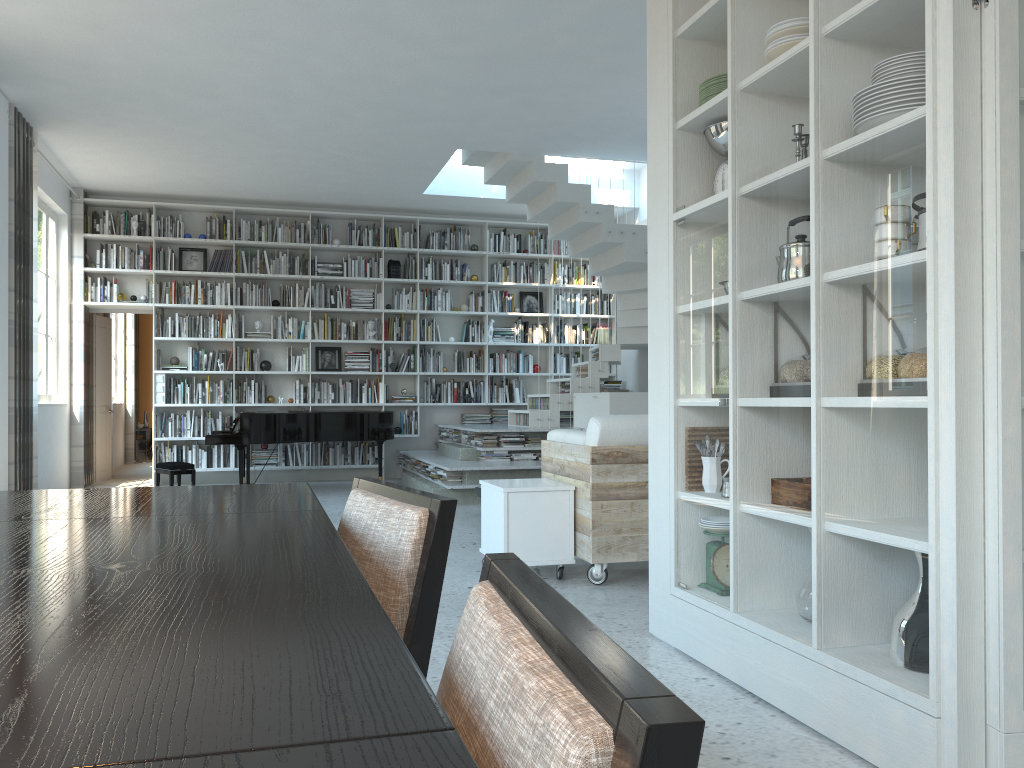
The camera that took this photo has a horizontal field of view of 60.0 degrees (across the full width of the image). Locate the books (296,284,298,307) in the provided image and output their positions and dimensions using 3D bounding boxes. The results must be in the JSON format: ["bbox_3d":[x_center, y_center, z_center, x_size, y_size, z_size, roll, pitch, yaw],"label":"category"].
[{"bbox_3d":[-2.509,-1.016,10.337,0.022,0.284,0.190,0,-1,-16],"label":"books"}]

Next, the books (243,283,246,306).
[{"bbox_3d":[-3.070,-1.015,10.181,0.026,0.279,0.151,0,-1,-16],"label":"books"}]

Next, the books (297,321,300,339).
[{"bbox_3d":[-2.498,-0.615,10.358,0.026,0.219,0.150,0,-1,-16],"label":"books"}]

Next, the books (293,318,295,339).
[{"bbox_3d":[-2.537,-0.636,10.326,0.023,0.260,0.170,0,-1,-16],"label":"books"}]

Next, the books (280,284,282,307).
[{"bbox_3d":[-2.685,-1.013,10.311,0.012,0.276,0.129,0,-1,-16],"label":"books"}]

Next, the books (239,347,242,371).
[{"bbox_3d":[-3.112,-0.277,10.172,0.026,0.275,0.154,0,-1,-16],"label":"books"}]

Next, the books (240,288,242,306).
[{"bbox_3d":[-3.111,-0.985,10.190,0.024,0.219,0.140,0,-1,-16],"label":"books"}]

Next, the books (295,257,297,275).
[{"bbox_3d":[-2.521,-1.352,10.340,0.022,0.222,0.161,0,-1,-16],"label":"books"}]

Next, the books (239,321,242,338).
[{"bbox_3d":[-3.112,-0.612,10.180,0.034,0.209,0.136,0,-1,-16],"label":"books"}]

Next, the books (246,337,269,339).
[{"bbox_3d":[-2.931,-0.525,10.229,0.254,0.012,0.161,0,-1,-16],"label":"books"}]

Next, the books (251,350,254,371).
[{"bbox_3d":[-2.991,-0.263,10.219,0.028,0.247,0.142,0,-1,-16],"label":"books"}]

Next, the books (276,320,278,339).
[{"bbox_3d":[-2.728,-0.619,10.296,0.024,0.227,0.137,0,-1,-16],"label":"books"}]

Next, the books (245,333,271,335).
[{"bbox_3d":[-2.930,-0.574,10.226,0.285,0.012,0.159,0,-1,-14],"label":"books"}]

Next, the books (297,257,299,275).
[{"bbox_3d":[-2.503,-1.359,10.361,0.024,0.237,0.153,0,-1,-16],"label":"books"}]

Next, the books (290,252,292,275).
[{"bbox_3d":[-2.576,-1.386,10.342,0.022,0.290,0.146,0,-1,-16],"label":"books"}]

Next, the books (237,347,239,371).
[{"bbox_3d":[-3.135,-0.282,10.160,0.025,0.284,0.145,0,-1,-16],"label":"books"}]

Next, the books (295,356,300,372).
[{"bbox_3d":[-2.505,-0.232,10.335,0.057,0.188,0.156,0,-1,-16],"label":"books"}]

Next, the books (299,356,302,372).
[{"bbox_3d":[-2.468,-0.232,10.350,0.024,0.188,0.172,0,-1,-16],"label":"books"}]

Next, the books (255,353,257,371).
[{"bbox_3d":[-2.948,-0.248,10.206,0.028,0.216,0.175,0,-1,-16],"label":"books"}]

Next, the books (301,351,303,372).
[{"bbox_3d":[-2.448,-0.260,10.345,0.012,0.244,0.171,0,-1,-16],"label":"books"}]

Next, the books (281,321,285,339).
[{"bbox_3d":[-2.657,-0.618,10.305,0.048,0.225,0.149,0,-1,-16],"label":"books"}]

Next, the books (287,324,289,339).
[{"bbox_3d":[-2.614,-0.600,10.323,0.025,0.189,0.140,0,-1,-16],"label":"books"}]

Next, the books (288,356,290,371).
[{"bbox_3d":[-2.596,-0.231,10.309,0.025,0.186,0.154,0,-1,-16],"label":"books"}]

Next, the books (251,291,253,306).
[{"bbox_3d":[-2.992,-0.969,10.209,0.029,0.187,0.149,0,-1,-16],"label":"books"}]

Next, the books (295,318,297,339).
[{"bbox_3d":[-2.521,-0.633,10.351,0.022,0.256,0.152,0,-1,-16],"label":"books"}]

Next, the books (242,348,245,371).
[{"bbox_3d":[-3.080,-0.272,10.173,0.036,0.263,0.166,0,-1,-16],"label":"books"}]

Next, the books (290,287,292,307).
[{"bbox_3d":[-2.565,-0.997,10.304,0.013,0.243,0.188,0,-1,-16],"label":"books"}]

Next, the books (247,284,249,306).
[{"bbox_3d":[-3.035,-1.007,10.188,0.024,0.262,0.177,0,-1,-16],"label":"books"}]

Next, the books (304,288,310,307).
[{"bbox_3d":[-2.397,-0.992,10.348,0.064,0.237,0.208,0,-1,-16],"label":"books"}]

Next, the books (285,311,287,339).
[{"bbox_3d":[-2.627,-0.671,10.305,0.010,0.329,0.173,0,-1,-16],"label":"books"}]

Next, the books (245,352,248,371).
[{"bbox_3d":[-3.052,-0.254,10.185,0.025,0.228,0.153,0,-1,-16],"label":"books"}]

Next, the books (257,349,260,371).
[{"bbox_3d":[-2.925,-0.272,10.228,0.028,0.266,0.144,0,-1,-16],"label":"books"}]

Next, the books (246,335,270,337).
[{"bbox_3d":[-2.928,-0.550,10.219,0.254,0.012,0.161,0,-1,-21],"label":"books"}]

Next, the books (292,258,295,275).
[{"bbox_3d":[-2.545,-1.350,10.329,0.030,0.218,0.182,0,-1,-16],"label":"books"}]

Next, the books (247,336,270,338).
[{"bbox_3d":[-2.929,-0.537,10.221,0.254,0.012,0.161,0,-1,-20],"label":"books"}]

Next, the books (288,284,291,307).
[{"bbox_3d":[-2.596,-1.019,10.331,0.033,0.287,0.155,0,-1,-16],"label":"books"}]

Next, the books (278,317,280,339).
[{"bbox_3d":[-2.702,-0.640,10.288,0.022,0.267,0.151,0,-1,-16],"label":"books"}]

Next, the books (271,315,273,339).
[{"bbox_3d":[-2.777,-0.649,10.258,0.012,0.285,0.159,0,-1,-16],"label":"books"}]

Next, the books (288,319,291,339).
[{"bbox_3d":[-2.584,-0.629,10.313,0.028,0.247,0.170,0,-1,-16],"label":"books"}]

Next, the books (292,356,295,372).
[{"bbox_3d":[-2.551,-0.229,10.337,0.030,0.183,0.154,0,-1,-16],"label":"books"}]

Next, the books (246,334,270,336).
[{"bbox_3d":[-2.930,-0.562,10.223,0.254,0.012,0.161,0,-1,-19],"label":"books"}]

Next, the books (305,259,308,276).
[{"bbox_3d":[-2.411,-1.346,10.393,0.028,0.212,0.134,0,-1,-16],"label":"books"}]

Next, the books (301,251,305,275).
[{"bbox_3d":[-2.445,-1.392,10.357,0.058,0.302,0.175,0,-1,-16],"label":"books"}]

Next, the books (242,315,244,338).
[{"bbox_3d":[-3.085,-0.646,10.182,0.021,0.278,0.136,0,-1,-16],"label":"books"}]

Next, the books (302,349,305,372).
[{"bbox_3d":[-2.431,-0.273,10.357,0.027,0.269,0.178,0,-1,-16],"label":"books"}]

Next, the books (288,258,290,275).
[{"bbox_3d":[-2.597,-1.347,10.333,0.024,0.213,0.150,0,-1,-16],"label":"books"}]

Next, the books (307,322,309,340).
[{"bbox_3d":[-2.388,-0.613,10.386,0.026,0.217,0.126,0,-1,-16],"label":"books"}]

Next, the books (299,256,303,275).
[{"bbox_3d":[-2.460,-1.372,10.353,0.055,0.264,0.167,0,-1,-16],"label":"books"}]

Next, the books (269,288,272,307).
[{"bbox_3d":[-2.798,-0.990,10.264,0.031,0.232,0.147,0,-1,-16],"label":"books"}]

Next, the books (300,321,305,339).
[{"bbox_3d":[-2.450,-0.619,10.347,0.060,0.227,0.179,0,-1,-16],"label":"books"}]

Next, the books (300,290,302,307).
[{"bbox_3d":[-2.469,-0.982,10.360,0.024,0.216,0.142,0,-1,-16],"label":"books"}]

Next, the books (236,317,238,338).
[{"bbox_3d":[-3.149,-0.636,10.163,0.024,0.257,0.134,0,-1,-16],"label":"books"}]

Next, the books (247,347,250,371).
[{"bbox_3d":[-3.021,-0.277,10.172,0.026,0.274,0.190,0,-1,-16],"label":"books"}]

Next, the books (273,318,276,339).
[{"bbox_3d":[-2.746,-0.630,10.261,0.030,0.247,0.174,0,-1,-16],"label":"books"}]

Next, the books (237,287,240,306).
[{"bbox_3d":[-3.137,-0.988,10.183,0.029,0.225,0.136,0,-1,-16],"label":"books"}]

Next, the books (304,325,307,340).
[{"bbox_3d":[-2.412,-0.596,10.376,0.027,0.181,0.142,0,-1,-16],"label":"books"}]

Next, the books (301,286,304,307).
[{"bbox_3d":[-2.444,-1.002,10.357,0.022,0.257,0.155,0,-1,-16],"label":"books"}]

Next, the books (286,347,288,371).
[{"bbox_3d":[-2.615,-0.281,10.309,0.012,0.285,0.159,0,-1,-16],"label":"books"}]
